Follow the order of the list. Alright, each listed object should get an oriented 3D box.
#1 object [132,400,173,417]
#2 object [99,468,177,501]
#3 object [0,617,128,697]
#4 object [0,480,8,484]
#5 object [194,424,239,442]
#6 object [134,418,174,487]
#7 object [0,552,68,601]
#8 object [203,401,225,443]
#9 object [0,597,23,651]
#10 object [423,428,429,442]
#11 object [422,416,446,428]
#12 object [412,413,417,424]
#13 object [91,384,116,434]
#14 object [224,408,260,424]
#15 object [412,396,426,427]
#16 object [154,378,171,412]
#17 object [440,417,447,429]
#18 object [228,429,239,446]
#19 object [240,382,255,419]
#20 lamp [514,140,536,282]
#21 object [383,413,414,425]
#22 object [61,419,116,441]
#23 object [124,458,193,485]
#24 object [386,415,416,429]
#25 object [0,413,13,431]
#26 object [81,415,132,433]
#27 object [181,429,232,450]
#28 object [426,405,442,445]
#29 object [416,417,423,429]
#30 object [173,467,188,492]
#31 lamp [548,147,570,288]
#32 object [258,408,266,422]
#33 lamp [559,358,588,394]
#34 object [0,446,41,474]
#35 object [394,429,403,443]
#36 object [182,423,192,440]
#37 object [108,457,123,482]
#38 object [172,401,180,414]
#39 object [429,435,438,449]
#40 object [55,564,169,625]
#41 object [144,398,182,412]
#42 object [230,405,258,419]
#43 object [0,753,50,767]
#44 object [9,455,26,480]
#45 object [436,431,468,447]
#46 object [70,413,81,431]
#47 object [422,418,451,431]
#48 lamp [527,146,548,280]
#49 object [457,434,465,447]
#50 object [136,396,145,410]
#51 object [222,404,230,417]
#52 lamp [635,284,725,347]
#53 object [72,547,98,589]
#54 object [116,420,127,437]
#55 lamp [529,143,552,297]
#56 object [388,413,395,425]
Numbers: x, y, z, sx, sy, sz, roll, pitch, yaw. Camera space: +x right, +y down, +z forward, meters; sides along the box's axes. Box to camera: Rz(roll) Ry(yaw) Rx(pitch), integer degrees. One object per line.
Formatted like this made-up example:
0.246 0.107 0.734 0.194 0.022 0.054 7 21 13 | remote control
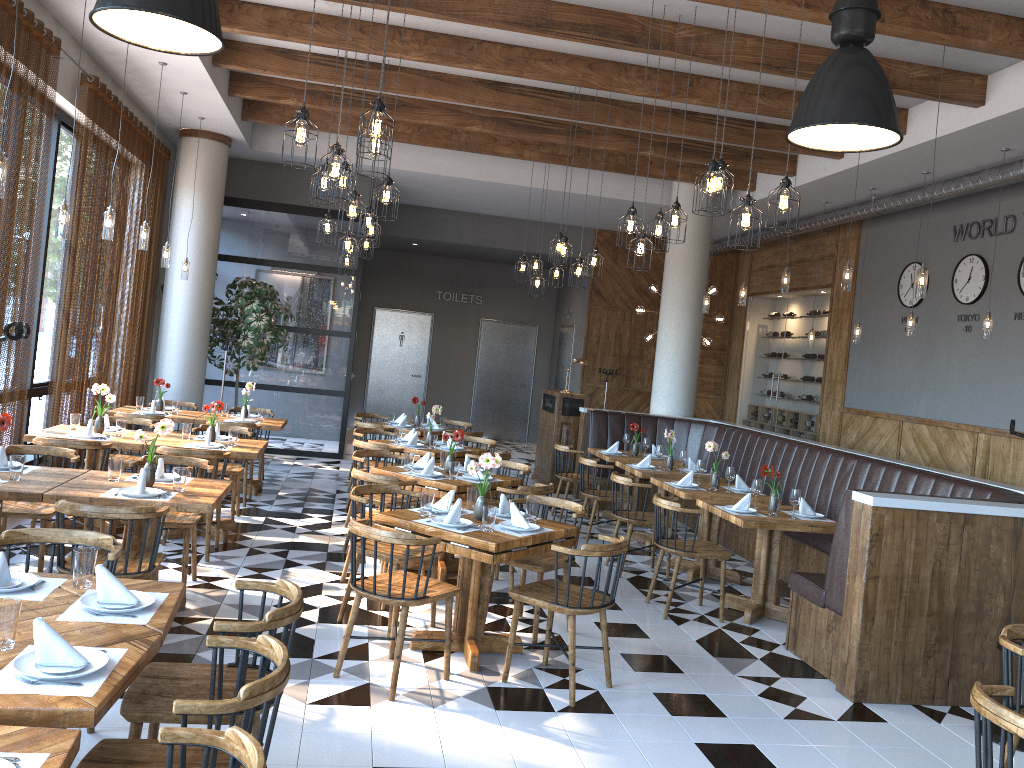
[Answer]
-3.652 0.237 9.003 0.351 0.137 0.272 6 1 -10 | object
-2.035 0.538 4.860 0.351 0.137 0.272 6 1 -10 | object
-1.217 0.702 2.394 0.271 0.137 0.352 6 2 -10 | object
-2.906 0.455 4.708 0.351 0.137 0.272 6 1 -10 | object
-2.508 0.401 7.549 0.351 0.137 0.272 6 1 -10 | object
-2.067 0.395 5.095 0.146 0.400 0.206 6 0 44 | object
-1.746 0.627 3.041 0.351 0.137 0.272 6 1 -10 | object
-2.445 0.308 7.235 0.156 0.355 0.171 6 0 -31 | object
-1.433 0.679 2.499 0.080 0.132 0.080 6 0 -25 | object
-0.867 0.521 9.026 0.080 0.132 0.080 6 0 5 | object
-0.981 0.448 10.804 0.352 0.137 0.271 7 2 35 | object
-1.189 0.427 10.882 0.080 0.132 0.080 6 0 15 | object
-3.315 0.200 7.168 0.206 0.400 0.146 6 0 -6 | object
-2.781 0.320 9.155 0.351 0.137 0.272 6 1 -10 | object
-1.144 0.328 10.611 0.171 0.355 0.156 6 0 37 | object
-3.688 0.114 9.302 0.156 0.355 0.171 6 0 -34 | object
-0.831 0.471 10.644 0.080 0.132 0.080 6 0 15 | object
-2.278 0.437 7.234 0.080 0.132 0.080 6 0 -25 | object
-2.809 0.176 9.428 0.146 0.400 0.207 6 0 -17 | object
0.219 -2.282 10.791 0.175 2.071 0.175 6 -1 23 | lamp
-1.352 0.413 10.736 0.273 0.137 0.351 7 2 35 | object
-3.282 0.345 6.873 0.351 0.137 0.272 6 1 -10 | object
-2.132 0.511 5.384 0.351 0.137 0.272 6 1 -10 | object
-1.281 0.432 10.365 0.352 0.137 0.271 7 2 35 | object
-2.893 0.338 4.962 0.171 0.355 0.156 6 0 13 | object
-3.379 0.318 7.397 0.351 0.137 0.272 6 1 -10 | object
-2.411 0.428 7.025 0.351 0.137 0.272 6 1 -10 | object
-0.771 0.406 8.723 0.146 0.400 0.206 6 0 2 | object
-1.073 0.459 10.276 0.080 0.132 0.080 6 0 5 | object
-1.902 0.547 5.072 0.080 0.132 0.080 6 0 -25 | object
0.623 -2.193 10.647 0.175 2.071 0.175 6 -1 0 | lamp
-2.649 0.329 9.372 0.080 0.132 0.080 6 0 -25 | object
0.808 0.019 11.892 0.444 0.757 0.170 6 0 -35 | lamp
-3.003 0.427 5.232 0.351 0.137 0.272 6 1 -10 | object
-1.114 0.508 8.670 0.080 0.132 0.080 6 0 5 | object
-2.697 0.391 7.343 0.080 0.132 0.080 6 0 -25 | object
-2.322 0.501 5.181 0.080 0.132 0.080 6 0 -25 | object
-3.500 0.248 9.224 0.080 0.132 0.080 6 0 5 | object
-0.750 0.553 8.421 0.080 0.132 0.080 6 0 5 | object
-1.315 0.674 2.959 0.271 0.137 0.352 6 2 -10 | object
-3.749 0.210 9.527 0.351 0.137 0.272 6 1 -10 | object
-2.878 0.293 9.679 0.351 0.137 0.272 6 1 -10 | object
-1.103 0.735 1.740 0.271 0.137 0.352 6 2 -10 | object
-2.753 0.465 4.923 0.080 0.132 0.080 6 0 15 | object
-0.655 0.542 8.949 0.352 0.137 0.271 7 2 35 | object
-3.548 0.310 7.194 0.080 0.132 0.080 6 0 25 | object
-0.910 0.467 10.433 0.273 0.137 0.351 7 2 35 | object
0.381 -2.328 10.929 0.175 2.071 0.174 5 -1 34 | lamp
-0.508 0.565 8.788 0.080 0.132 0.080 6 0 5 | object
-3.920 0.201 9.333 0.080 0.132 0.080 6 0 5 | object
-3.069 0.283 9.481 0.080 0.132 0.080 6 0 -25 | object
2.640 -1.441 13.709 1.189 2.193 1.158 6 0 41 | lamp
-1.511 0.651 3.128 0.080 0.132 0.080 6 0 -25 | object
-3.129 0.356 7.085 0.080 0.132 0.080 6 0 25 | object
0.395 -2.087 10.698 0.175 2.071 0.174 5 -1 34 | lamp
-1.436 0.414 10.525 0.080 0.132 0.080 6 0 -35 | object
